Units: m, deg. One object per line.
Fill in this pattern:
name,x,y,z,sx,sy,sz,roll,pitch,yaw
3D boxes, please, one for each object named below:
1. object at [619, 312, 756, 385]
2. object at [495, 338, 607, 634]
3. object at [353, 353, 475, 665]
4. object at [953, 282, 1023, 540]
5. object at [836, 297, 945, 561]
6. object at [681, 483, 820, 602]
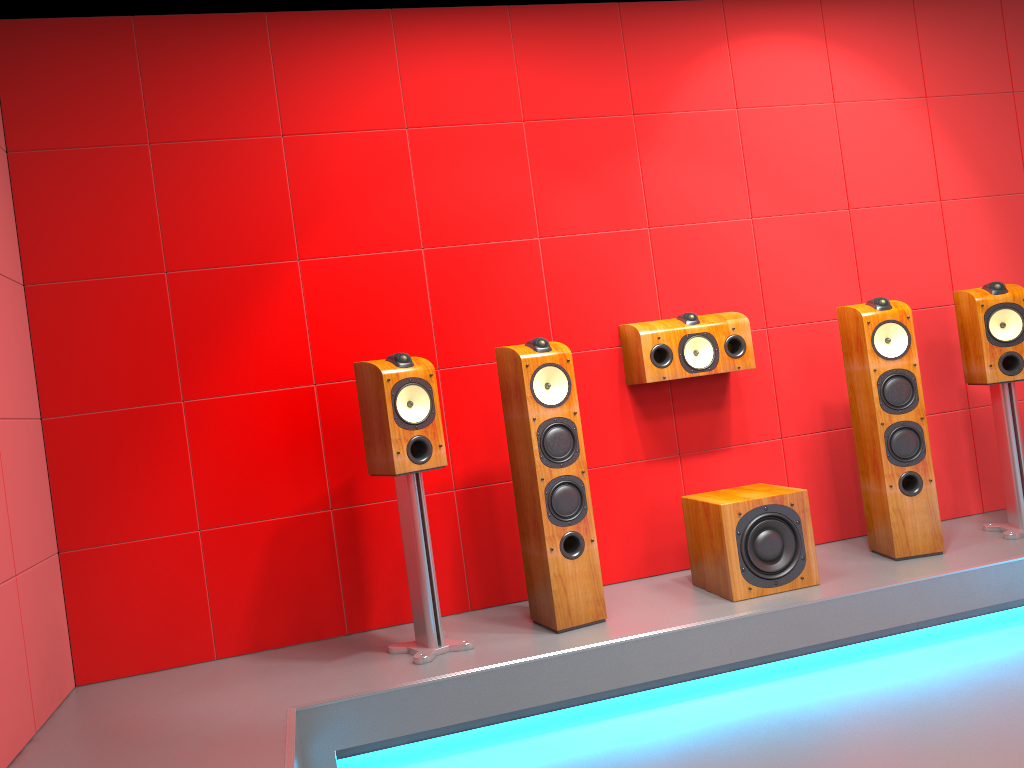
object,0.741,-0.164,3.767,0.493,0.271,0.235,-7,0,-14
object,0.141,0.356,3.273,0.203,1.052,0.238,-7,-1,-24
object,-0.357,0.419,3.152,0.231,1.058,0.265,-7,-1,-34
object,2.082,0.098,3.745,0.231,1.058,0.265,-8,0,6
object,1.548,0.172,3.638,0.203,1.052,0.238,-8,0,-4
object,0.919,0.603,3.445,0.360,0.360,0.360,-7,0,-14
